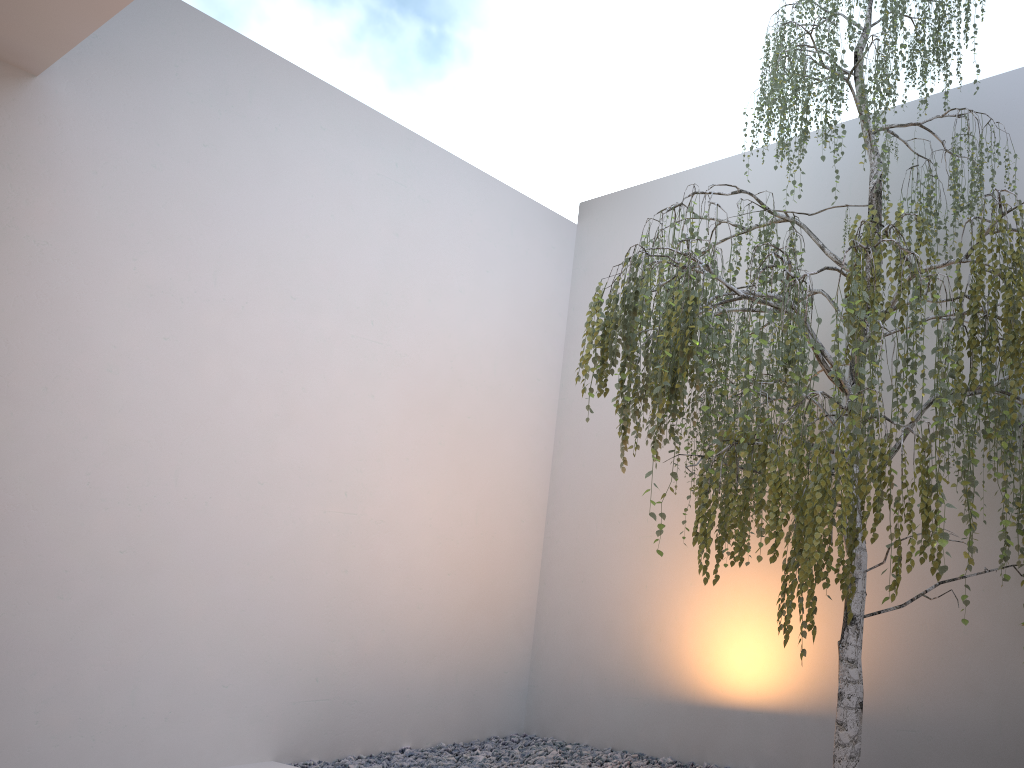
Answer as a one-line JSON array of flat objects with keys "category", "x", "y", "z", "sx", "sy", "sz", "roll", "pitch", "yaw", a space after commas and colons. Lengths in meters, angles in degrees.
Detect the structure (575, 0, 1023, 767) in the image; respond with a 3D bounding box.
[{"category": "structure", "x": 1.300, "y": -0.303, "z": 3.372, "sx": 2.117, "sy": 3.953, "sz": 2.023, "roll": -4, "pitch": -15, "yaw": 36}]
